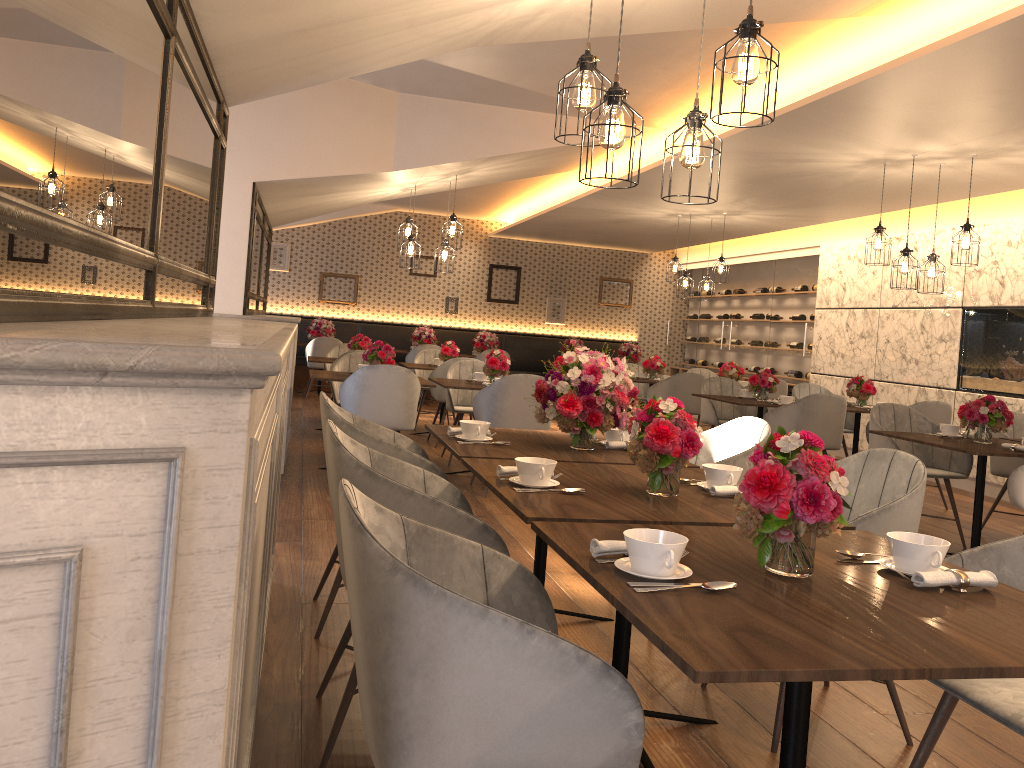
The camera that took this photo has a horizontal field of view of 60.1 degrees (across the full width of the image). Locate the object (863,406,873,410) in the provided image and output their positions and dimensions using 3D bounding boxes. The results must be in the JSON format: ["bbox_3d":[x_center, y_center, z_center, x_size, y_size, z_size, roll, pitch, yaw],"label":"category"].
[{"bbox_3d":[3.078,0.207,7.591,0.056,0.039,0.176,4,3,-14],"label":"object"}]

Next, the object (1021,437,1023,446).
[{"bbox_3d":[2.889,0.339,4.901,0.148,0.072,0.148,6,3,29],"label":"object"}]

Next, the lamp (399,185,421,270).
[{"bbox_3d":[-0.827,-2.052,7.824,0.175,2.070,0.175,4,0,-12],"label":"lamp"}]

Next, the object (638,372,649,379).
[{"bbox_3d":[1.555,-0.102,10.403,0.148,0.072,0.149,2,4,-36],"label":"object"}]

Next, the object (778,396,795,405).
[{"bbox_3d":[2.298,0.139,7.406,0.148,0.072,0.149,2,4,-36],"label":"object"}]

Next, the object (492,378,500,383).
[{"bbox_3d":[-0.076,-0.006,6.694,0.148,0.072,0.148,7,4,44],"label":"object"}]

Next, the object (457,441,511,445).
[{"bbox_3d":[-0.107,0.227,3.403,0.210,0.004,0.022,4,3,-13],"label":"object"}]

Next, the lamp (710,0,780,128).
[{"bbox_3d":[0.754,-1.802,2.591,0.175,2.070,0.175,4,0,-12],"label":"lamp"}]

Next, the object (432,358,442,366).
[{"bbox_3d":[-0.782,-0.235,9.537,0.148,0.072,0.148,7,4,44],"label":"object"}]

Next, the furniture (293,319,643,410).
[{"bbox_3d":[-1.276,-0.330,14.022,7.081,1.081,0.542,4,1,-13],"label":"furniture"}]

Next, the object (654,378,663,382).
[{"bbox_3d":[1.618,-0.043,9.792,0.056,0.039,0.176,4,3,-14],"label":"object"}]

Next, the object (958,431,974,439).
[{"bbox_3d":[2.823,0.313,5.512,0.056,0.039,0.176,4,3,-14],"label":"object"}]

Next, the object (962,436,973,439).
[{"bbox_3d":[2.791,0.319,5.495,0.025,0.024,0.193,4,3,-14],"label":"object"}]

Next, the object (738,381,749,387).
[{"bbox_3d":[2.621,0.005,10.030,0.148,0.072,0.149,2,4,-36],"label":"object"}]

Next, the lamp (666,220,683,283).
[{"bbox_3d":[1.987,-2.231,10.419,0.175,2.070,0.175,4,0,-12],"label":"lamp"}]

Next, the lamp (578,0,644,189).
[{"bbox_3d":[0.377,-1.645,2.713,0.175,2.070,0.175,4,0,-12],"label":"lamp"}]

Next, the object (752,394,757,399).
[{"bbox_3d":[2.233,0.114,8.017,0.056,0.039,0.176,4,3,-14],"label":"object"}]

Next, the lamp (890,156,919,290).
[{"bbox_3d":[2.917,-1.719,6.409,0.175,2.070,0.175,4,0,-12],"label":"lamp"}]

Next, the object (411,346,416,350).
[{"bbox_3d":[-1.494,-0.540,13.618,0.148,0.072,0.148,6,3,34],"label":"object"}]

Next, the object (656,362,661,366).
[{"bbox_3d":[1.650,-0.228,10.062,0.077,0.052,0.045,6,2,39],"label":"object"}]

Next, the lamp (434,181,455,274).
[{"bbox_3d":[-0.541,-2.042,8.022,0.175,2.070,0.175,4,0,-12],"label":"lamp"}]

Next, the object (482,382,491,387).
[{"bbox_3d":[-0.187,0.004,6.667,0.056,0.039,0.176,4,3,-14],"label":"object"}]

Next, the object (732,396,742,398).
[{"bbox_3d":[2.016,0.113,7.945,0.043,0.015,0.198,4,4,-17],"label":"object"}]

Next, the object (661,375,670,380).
[{"bbox_3d":[1.730,-0.053,9.819,0.148,0.072,0.149,2,4,-36],"label":"object"}]

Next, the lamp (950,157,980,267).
[{"bbox_3d":[3.294,-1.876,6.287,0.175,2.070,0.175,4,0,-12],"label":"lamp"}]

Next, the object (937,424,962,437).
[{"bbox_3d":[2.714,0.289,5.485,0.148,0.072,0.148,6,3,29],"label":"object"}]

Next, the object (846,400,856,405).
[{"bbox_3d":[3.124,0.172,8.228,0.056,0.039,0.176,4,3,-14],"label":"object"}]

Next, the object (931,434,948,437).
[{"bbox_3d":[2.607,0.312,5.441,0.043,0.015,0.198,4,4,-17],"label":"object"}]

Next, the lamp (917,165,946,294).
[{"bbox_3d":[3.203,-1.708,6.607,0.175,2.070,0.175,4,0,-12],"label":"lamp"}]

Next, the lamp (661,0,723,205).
[{"bbox_3d":[0.664,-1.635,2.911,0.175,2.070,0.175,4,0,-12],"label":"lamp"}]

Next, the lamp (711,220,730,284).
[{"bbox_3d":[2.424,-2.170,9.978,0.175,2.070,0.175,4,0,-12],"label":"lamp"}]

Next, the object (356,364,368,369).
[{"bbox_3d":[-1.167,-0.114,7.060,0.148,0.072,0.148,7,4,44],"label":"object"}]

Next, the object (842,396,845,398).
[{"bbox_3d":[3.015,0.148,8.202,0.148,0.072,0.149,2,4,-36],"label":"object"}]

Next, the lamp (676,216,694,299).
[{"bbox_3d":[2.047,-2.013,10.100,0.175,2.070,0.175,4,0,-12],"label":"lamp"}]

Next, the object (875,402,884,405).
[{"bbox_3d":[3.190,0.197,7.618,0.148,0.072,0.149,2,4,-36],"label":"object"}]

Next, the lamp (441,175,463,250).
[{"bbox_3d":[-0.450,-2.209,7.701,0.175,2.070,0.175,4,0,-12],"label":"lamp"}]

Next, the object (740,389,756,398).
[{"bbox_3d":[2.124,0.090,7.990,0.148,0.072,0.149,2,4,-36],"label":"object"}]

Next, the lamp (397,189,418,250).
[{"bbox_3d":[-0.887,-2.271,8.143,0.175,2.070,0.175,4,0,-12],"label":"lamp"}]

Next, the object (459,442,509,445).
[{"bbox_3d":[-0.105,0.224,3.367,0.197,0.015,0.043,3,3,-17],"label":"object"}]

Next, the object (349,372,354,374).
[{"bbox_3d":[-1.274,-0.091,7.015,0.043,0.015,0.198,4,4,-17],"label":"object"}]

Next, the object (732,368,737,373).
[{"bbox_3d":[2.554,-0.160,10.244,0.048,0.052,0.076,3,3,-34],"label":"object"}]

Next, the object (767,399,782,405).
[{"bbox_3d":[2.186,0.149,7.380,0.056,0.039,0.176,4,3,-14],"label":"object"}]

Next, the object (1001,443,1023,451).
[{"bbox_3d":[2.777,0.349,4.875,0.056,0.039,0.176,4,3,-14],"label":"object"}]

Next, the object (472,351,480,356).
[{"bbox_3d":[-0.552,-0.479,13.841,0.148,0.072,0.148,6,3,34],"label":"object"}]

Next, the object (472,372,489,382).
[{"bbox_3d":[-0.250,-0.055,7.278,0.148,0.072,0.148,7,4,44],"label":"object"}]

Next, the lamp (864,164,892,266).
[{"bbox_3d":[2.857,-1.937,6.728,0.175,2.070,0.175,4,0,-12],"label":"lamp"}]

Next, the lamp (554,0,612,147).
[{"bbox_3d":[0.317,-1.864,3.032,0.175,2.070,0.175,4,0,-12],"label":"lamp"}]

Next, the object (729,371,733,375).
[{"bbox_3d":[2.526,-0.132,10.251,0.049,0.052,0.077,4,2,-4],"label":"object"}]

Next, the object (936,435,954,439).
[{"bbox_3d":[2.642,0.321,5.442,0.022,0.004,0.211,4,4,-14],"label":"object"}]

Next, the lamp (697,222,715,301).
[{"bbox_3d":[2.333,-2.002,10.298,0.175,2.070,0.175,4,0,-12],"label":"lamp"}]
